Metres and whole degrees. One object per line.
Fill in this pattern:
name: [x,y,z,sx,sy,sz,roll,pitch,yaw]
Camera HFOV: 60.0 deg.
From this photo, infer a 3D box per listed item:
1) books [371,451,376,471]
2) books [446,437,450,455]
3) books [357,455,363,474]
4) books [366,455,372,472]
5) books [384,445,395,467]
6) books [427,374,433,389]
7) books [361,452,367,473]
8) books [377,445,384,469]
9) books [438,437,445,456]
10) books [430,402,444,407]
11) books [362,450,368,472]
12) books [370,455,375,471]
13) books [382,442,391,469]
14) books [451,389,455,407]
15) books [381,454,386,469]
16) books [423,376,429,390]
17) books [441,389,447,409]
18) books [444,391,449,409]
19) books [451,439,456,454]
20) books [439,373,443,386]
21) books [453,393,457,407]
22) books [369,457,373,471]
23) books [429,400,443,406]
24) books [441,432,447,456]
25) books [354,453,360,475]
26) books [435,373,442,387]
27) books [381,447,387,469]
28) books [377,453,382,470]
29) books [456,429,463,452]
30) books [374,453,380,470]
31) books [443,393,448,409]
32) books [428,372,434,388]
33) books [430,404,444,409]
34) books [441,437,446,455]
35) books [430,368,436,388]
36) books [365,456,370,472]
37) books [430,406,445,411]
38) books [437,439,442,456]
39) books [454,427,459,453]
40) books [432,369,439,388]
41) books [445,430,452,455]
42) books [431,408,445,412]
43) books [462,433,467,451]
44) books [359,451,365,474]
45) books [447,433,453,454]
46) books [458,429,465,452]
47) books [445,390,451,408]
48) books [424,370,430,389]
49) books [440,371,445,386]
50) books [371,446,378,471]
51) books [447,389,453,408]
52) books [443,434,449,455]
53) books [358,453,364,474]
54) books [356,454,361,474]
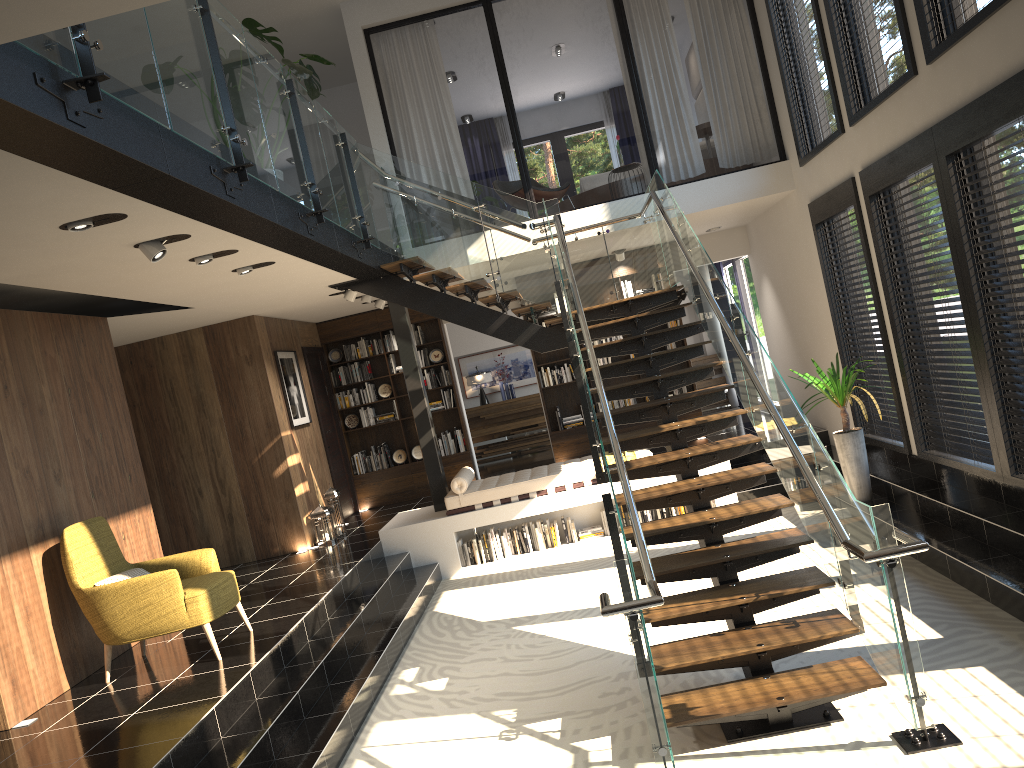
books: [-1.923,1.072,12.462,0.017,0.282,0.232,-12,2,4]
books: [-0.882,0.857,12.399,0.022,0.250,0.144,-12,2,4]
books: [-2.117,1.122,12.471,0.022,0.269,0.215,-12,2,4]
books: [-1.989,1.120,12.463,0.021,0.217,0.220,-12,1,4]
books: [-1.722,1.010,12.448,0.042,0.316,0.193,-12,2,4]
books: [-1.143,-0.038,12.335,0.027,0.219,0.139,-12,2,4]
books: [-2.068,1.094,12.499,0.018,0.302,0.195,-12,2,4]
books: [-1.828,1.030,12.455,0.016,0.322,0.218,-12,2,4]
books: [-0.977,0.876,12.397,0.037,0.256,0.145,-12,2,4]
books: [-1.083,0.294,12.401,0.266,0.019,0.157,-12,1,6]
books: [-2.051,1.089,12.492,0.020,0.304,0.189,-12,2,4]
books: [-1.937,1.106,12.476,0.026,0.222,0.209,-12,1,4]
books: [-1.758,0.998,12.426,0.019,0.357,0.234,-12,2,4]
books: [-0.824,0.198,12.341,0.047,0.253,0.210,-12,2,4]
books: [-1.790,1.080,12.475,0.033,0.208,0.191,-12,1,4]
books: [-1.189,-0.016,12.329,0.032,0.195,0.182,-12,1,4]
books: [-0.943,0.211,12.368,0.014,0.279,0.202,-12,2,4]
books: [-0.902,0.219,12.356,0.014,0.247,0.192,-12,2,4]
books: [-0.804,0.868,12.407,0.032,0.195,0.134,-12,2,4]
books: [-0.973,-0.061,12.341,0.026,0.190,0.121,-12,2,4]
books: [-0.783,0.214,12.368,0.021,0.204,0.169,-12,2,4]
books: [-1.962,1.119,12.488,0.029,0.207,0.166,-12,2,4]
books: [-1.088,0.269,12.409,0.239,0.031,0.146,-13,1,4]
books: [-0.936,0.833,12.382,0.012,0.322,0.177,-12,2,4]
books: [-2.164,1.125,12.488,0.014,0.282,0.232,-12,2,4]
books: [-1.016,-0.055,12.353,0.060,0.196,0.119,-12,2,4]
books: [-1.773,1.027,12.452,0.027,0.304,0.204,-12,2,4]
books: [-1.841,1.084,12.478,0.036,0.222,0.173,-12,2,4]
books: [-0.723,0.789,12.375,0.035,0.315,0.168,-12,2,4]
books: [-1.875,1.091,12.481,0.034,0.223,0.208,-12,1,4]
books: [-0.917,0.232,12.391,0.024,0.226,0.141,-12,2,4]
books: [-1.116,-0.055,12.356,0.030,0.239,0.146,-12,2,4]
books: [-1.078,0.318,12.396,0.263,0.030,0.159,-13,1,1]
books: [-0.946,0.866,12.408,0.025,0.260,0.114,-12,2,4]
books: [-1.088,-0.080,12.337,0.037,0.277,0.179,-12,2,4]
books: [-2.013,1.127,12.512,0.035,0.212,0.159,-12,2,4]
books: [-1.072,0.346,12.388,0.271,0.028,0.174,-13,1,-1]
books: [-1.010,0.885,12.419,0.034,0.250,0.114,-12,2,4]
books: [-0.776,0.781,12.374,0.065,0.354,0.164,-12,2,4]
books: [-1.062,-0.078,12.329,0.016,0.262,0.155,-12,2,4]
books: [-0.874,0.814,12.377,0.016,0.332,0.195,-12,2,4]
books: [-1.066,0.370,12.400,0.245,0.021,0.159,-12,1,6]
books: [-0.656,0.809,12.376,0.029,0.247,0.139,-12,2,4]
books: [-2.087,1.096,12.467,0.015,0.306,0.222,-12,2,4]
books: [-0.852,0.829,12.377,0.018,0.292,0.191,-12,2,4]
books: [-0.691,0.786,12.366,0.029,0.306,0.149,-12,2,4]
books: [-0.876,0.206,12.396,0.038,0.257,0.138,-12,2,4]
books: [-1.172,-0.064,12.346,0.020,0.281,0.153,-12,2,4]
books: [-0.954,-0.075,12.320,0.020,0.209,0.147,-12,2,4]
books: [-1.915,1.040,12.443,0.016,0.341,0.217,-12,2,4]
books: [-0.855,0.197,12.347,0.013,0.267,0.177,-12,2,4]
books: [-0.912,0.846,12.385,0.029,0.286,0.137,-12,2,4]
books: [-2.102,1.101,12.474,0.016,0.304,0.217,-12,2,4]
books: [-2.141,1.120,12.504,0.030,0.283,0.170,-12,2,4]
